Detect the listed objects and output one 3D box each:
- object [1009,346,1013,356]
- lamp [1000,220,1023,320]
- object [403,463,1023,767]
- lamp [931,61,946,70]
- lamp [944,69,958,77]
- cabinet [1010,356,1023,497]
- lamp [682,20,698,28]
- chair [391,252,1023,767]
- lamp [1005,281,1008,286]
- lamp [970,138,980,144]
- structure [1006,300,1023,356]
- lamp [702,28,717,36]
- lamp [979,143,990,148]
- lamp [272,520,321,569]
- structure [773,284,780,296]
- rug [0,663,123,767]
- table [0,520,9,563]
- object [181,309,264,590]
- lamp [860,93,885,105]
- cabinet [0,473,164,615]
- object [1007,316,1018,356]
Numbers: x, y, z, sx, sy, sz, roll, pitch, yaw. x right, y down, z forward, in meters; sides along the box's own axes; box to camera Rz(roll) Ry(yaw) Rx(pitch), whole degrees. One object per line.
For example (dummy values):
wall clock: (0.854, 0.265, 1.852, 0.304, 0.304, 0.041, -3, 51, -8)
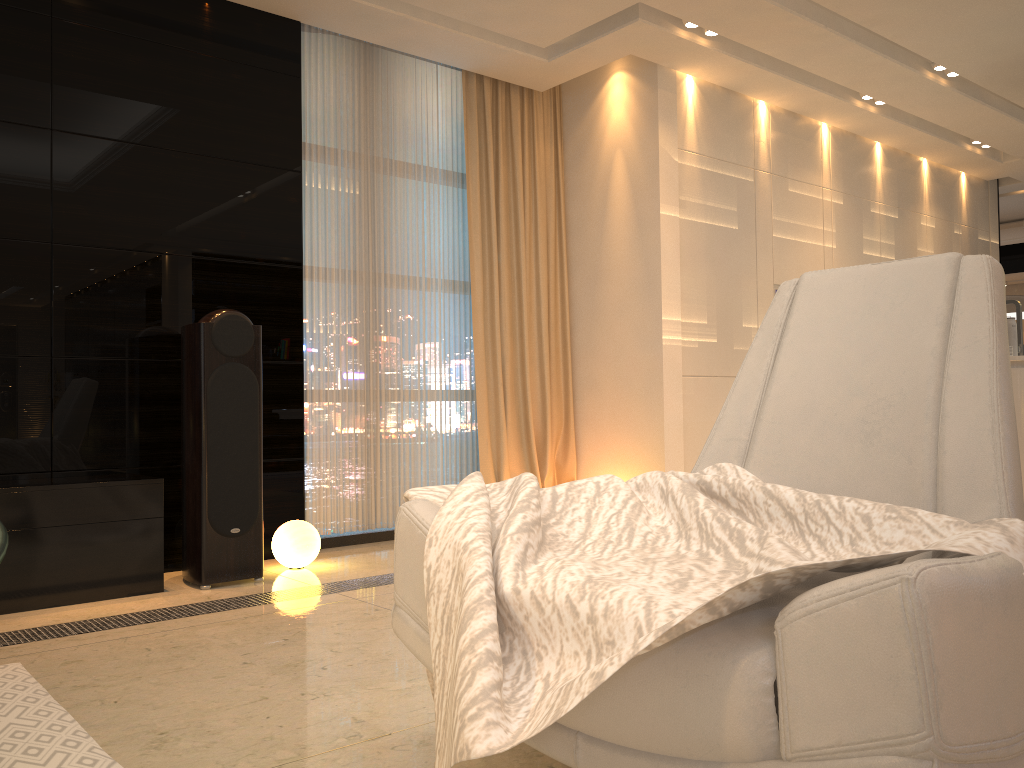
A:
object: (2.240, -0.138, 4.077, 0.111, 0.062, 0.111, 0, -2, -18)
lamp: (5.275, -1.218, 9.706, 0.939, 0.995, 1.578, 0, -2, -39)
object: (0.281, 0.446, 1.673, 0.972, 0.580, 1.347, -1, -2, -2)
lamp: (2.532, -1.919, 5.233, 0.107, 0.127, 0.107, -2, -2, 32)
lamp: (2.658, -1.918, 5.337, 0.107, 0.127, 0.107, -2, -2, 32)
cabinet: (3.314, 0.349, 5.103, 3.752, 0.887, 1.046, 0, -2, -40)
lamp: (0.935, -1.913, 4.591, 0.107, 0.127, 0.107, -2, -2, 39)
chair: (0.451, 0.243, 1.553, 0.983, 0.991, 1.027, 0, -2, -40)
lamp: (6.746, -1.401, 12.179, 0.107, 0.127, 0.107, -2, -2, 32)
lamp: (3.542, -1.894, 6.747, 0.107, 0.127, 0.107, -2, -2, 32)
structure: (2.410, -0.257, 4.361, 0.089, 0.310, 0.177, 0, -2, -40)
lamp: (1.061, -1.912, 4.695, 0.107, 0.127, 0.107, -2, -2, 39)
lamp: (3.669, -1.893, 6.851, 0.107, 0.127, 0.107, 1, -2, -43)
lamp: (-0.965, 0.716, 3.966, 0.212, 0.214, 0.213, -1, -2, 11)
structure: (1.772, -0.336, 6.074, 0.609, 0.597, 0.595, 0, -2, -40)
rug: (-1.104, 0.738, 0.890, 1.661, 0.020, 2.900, 0, -2, -40)
table: (-1.100, 0.443, 0.873, 0.999, 0.565, 2.140, 0, -2, -40)
object: (-1.267, 0.258, 3.761, 0.285, 1.127, 0.468, 0, -2, -40)
lamp: (2.360, -1.903, 5.769, 0.270, 0.127, 0.107, 0, -2, -40)
cabinet: (-2.592, 0.591, 2.732, 2.842, 0.444, 0.416, 0, -2, -40)
object: (2.367, -0.214, 4.225, 0.071, 0.219, 0.071, -2, -2, 27)
